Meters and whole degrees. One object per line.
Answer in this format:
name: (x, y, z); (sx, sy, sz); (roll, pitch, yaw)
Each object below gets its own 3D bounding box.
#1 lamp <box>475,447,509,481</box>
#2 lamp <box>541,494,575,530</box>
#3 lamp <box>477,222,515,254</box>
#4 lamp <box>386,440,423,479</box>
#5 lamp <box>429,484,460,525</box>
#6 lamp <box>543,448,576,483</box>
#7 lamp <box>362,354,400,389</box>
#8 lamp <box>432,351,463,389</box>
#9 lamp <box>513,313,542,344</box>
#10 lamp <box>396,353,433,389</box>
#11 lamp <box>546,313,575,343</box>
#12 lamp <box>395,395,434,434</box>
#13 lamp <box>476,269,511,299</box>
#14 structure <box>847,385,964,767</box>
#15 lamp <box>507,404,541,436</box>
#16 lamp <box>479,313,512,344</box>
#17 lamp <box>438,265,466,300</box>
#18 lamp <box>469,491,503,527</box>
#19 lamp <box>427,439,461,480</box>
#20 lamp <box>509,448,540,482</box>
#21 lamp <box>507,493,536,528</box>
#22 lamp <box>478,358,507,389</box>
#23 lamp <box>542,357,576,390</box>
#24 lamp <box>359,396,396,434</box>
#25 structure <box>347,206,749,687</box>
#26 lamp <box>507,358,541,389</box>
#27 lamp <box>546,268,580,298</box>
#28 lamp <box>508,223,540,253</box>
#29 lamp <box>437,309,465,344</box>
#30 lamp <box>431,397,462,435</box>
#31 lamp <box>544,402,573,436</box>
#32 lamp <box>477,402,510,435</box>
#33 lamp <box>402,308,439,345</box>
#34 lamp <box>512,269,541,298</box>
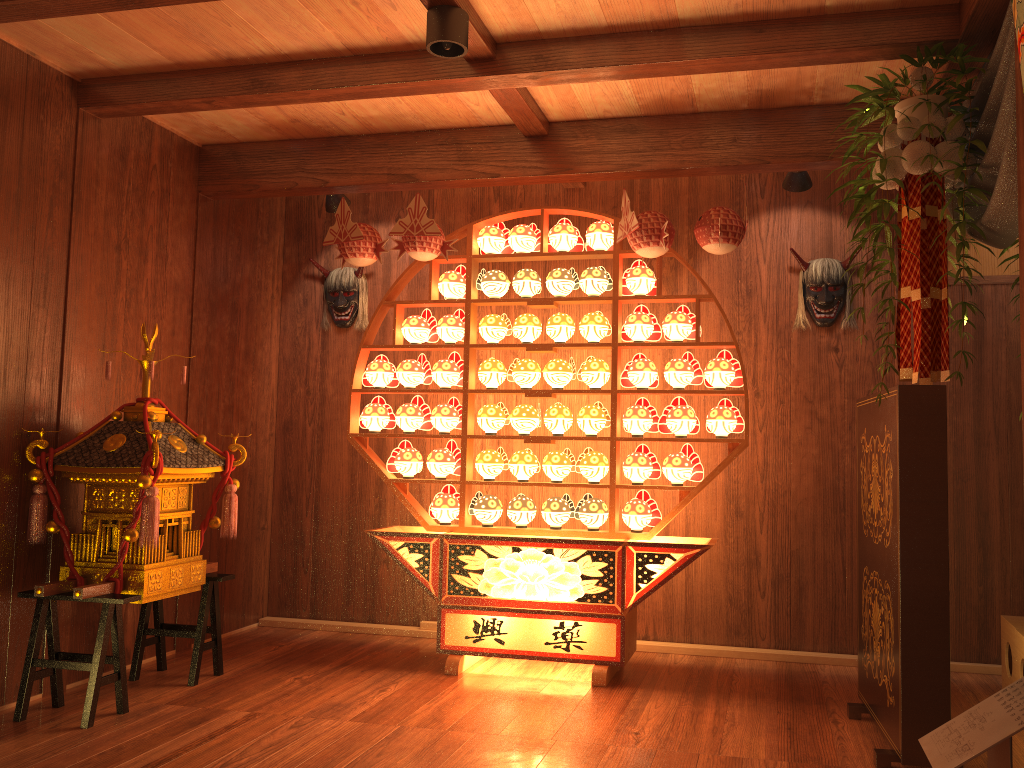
lamp: (-0.115, 0.386, 4.279); (0.134, 0.167, 0.162); (-3, -6, 45)
lamp: (0.203, 0.605, 4.189); (0.134, 0.167, 0.162); (-3, -6, 45)
lamp: (-0.105, -0.729, 4.365); (0.195, 0.200, 0.161); (-1, -5, 24)
lamp: (-0.507, 0.372, 4.372); (0.191, 0.194, 0.153); (3, -5, -25)
lamp: (-0.324, 0.589, 4.309); (0.194, 0.197, 0.158); (1, -4, 4)
lamp: (0.208, 0.386, 4.205); (0.134, 0.167, 0.162); (-3, -6, 45)
lamp: (-0.664, -0.064, 4.439); (0.191, 0.187, 0.156); (2, -4, -6)
lamp: (-0.331, -0.070, 4.363); (0.194, 0.200, 0.162); (-1, -5, 29)
lamp: (0.076, -0.270, 4.287); (0.140, 0.161, 0.156); (2, -4, -5)
lamp: (-0.513, -0.066, 4.407); (0.175, 0.191, 0.162); (-3, -6, 44)
lamp: (0.235, -0.273, 4.252); (0.140, 0.167, 0.156); (2, -4, -5)
lamp: (-0.513, 0.149, 4.385); (0.195, 0.200, 0.161); (-1, -5, 24)
lamp: (-0.076, -0.492, 4.352); (0.152, 0.167, 0.143); (-1, -5, 30)
structure: (1.400, 0.658, 3.208); (0.267, 1.250, 0.810); (0, -4, 12)
lamp: (0.052, 0.170, 4.264); (0.159, 0.161, 0.137); (2, -4, -10)
lamp: (-0.099, -0.273, 4.330); (0.134, 0.167, 0.162); (-3, -6, 45)
lamp: (-0.302, -0.510, 4.392); (0.194, 0.200, 0.162); (-1, -5, 29)
lamp: (-0.109, 0.604, 4.262); (0.151, 0.167, 0.144); (-3, -6, 45)
lamp: (-0.353, 0.369, 4.330); (0.193, 0.200, 0.162); (-2, -6, 39)
lamp: (0.052, 0.389, 4.237); (0.137, 0.161, 0.159); (0, -5, 15)
lamp: (0.047, 0.607, 4.221); (0.140, 0.161, 0.156); (2, -4, -5)
lamp: (-0.096, -0.054, 4.305); (0.140, 0.167, 0.156); (2, -4, -5)
lamp: (0.212, -0.052, 4.250); (0.160, 0.167, 0.136); (3, -5, -20)
lamp: (-0.684, 0.151, 4.425); (0.189, 0.195, 0.157); (1, -4, -1)
structure: (0.134, 0.237, 4.234); (1.931, 2.195, 0.497); (0, -5, 13)
lamp: (0.077, -0.050, 4.274); (0.151, 0.161, 0.144); (-3, -6, 45)
lamp: (0.226, -0.492, 4.277); (0.162, 0.167, 0.134); (4, -5, -35)
lamp: (0.043, -0.718, 4.335); (0.162, 0.179, 0.164); (6, -6, -45)
lamp: (-0.308, -0.288, 4.375); (0.184, 0.195, 0.162); (-1, -5, 29)
lamp: (-0.334, 0.153, 4.345); (0.177, 0.192, 0.161); (-1, -5, 29)
lamp: (0.221, 0.166, 4.218); (0.139, 0.167, 0.157); (1, -4, 0)
lamp: (-0.106, 0.166, 4.293); (0.135, 0.167, 0.162); (-2, -5, 35)
lamp: (-0.487, -0.290, 4.420); (0.193, 0.200, 0.162); (-2, -6, 39)
lamp: (0.071, -0.490, 4.305); (0.138, 0.161, 0.158); (1, -4, 5)
